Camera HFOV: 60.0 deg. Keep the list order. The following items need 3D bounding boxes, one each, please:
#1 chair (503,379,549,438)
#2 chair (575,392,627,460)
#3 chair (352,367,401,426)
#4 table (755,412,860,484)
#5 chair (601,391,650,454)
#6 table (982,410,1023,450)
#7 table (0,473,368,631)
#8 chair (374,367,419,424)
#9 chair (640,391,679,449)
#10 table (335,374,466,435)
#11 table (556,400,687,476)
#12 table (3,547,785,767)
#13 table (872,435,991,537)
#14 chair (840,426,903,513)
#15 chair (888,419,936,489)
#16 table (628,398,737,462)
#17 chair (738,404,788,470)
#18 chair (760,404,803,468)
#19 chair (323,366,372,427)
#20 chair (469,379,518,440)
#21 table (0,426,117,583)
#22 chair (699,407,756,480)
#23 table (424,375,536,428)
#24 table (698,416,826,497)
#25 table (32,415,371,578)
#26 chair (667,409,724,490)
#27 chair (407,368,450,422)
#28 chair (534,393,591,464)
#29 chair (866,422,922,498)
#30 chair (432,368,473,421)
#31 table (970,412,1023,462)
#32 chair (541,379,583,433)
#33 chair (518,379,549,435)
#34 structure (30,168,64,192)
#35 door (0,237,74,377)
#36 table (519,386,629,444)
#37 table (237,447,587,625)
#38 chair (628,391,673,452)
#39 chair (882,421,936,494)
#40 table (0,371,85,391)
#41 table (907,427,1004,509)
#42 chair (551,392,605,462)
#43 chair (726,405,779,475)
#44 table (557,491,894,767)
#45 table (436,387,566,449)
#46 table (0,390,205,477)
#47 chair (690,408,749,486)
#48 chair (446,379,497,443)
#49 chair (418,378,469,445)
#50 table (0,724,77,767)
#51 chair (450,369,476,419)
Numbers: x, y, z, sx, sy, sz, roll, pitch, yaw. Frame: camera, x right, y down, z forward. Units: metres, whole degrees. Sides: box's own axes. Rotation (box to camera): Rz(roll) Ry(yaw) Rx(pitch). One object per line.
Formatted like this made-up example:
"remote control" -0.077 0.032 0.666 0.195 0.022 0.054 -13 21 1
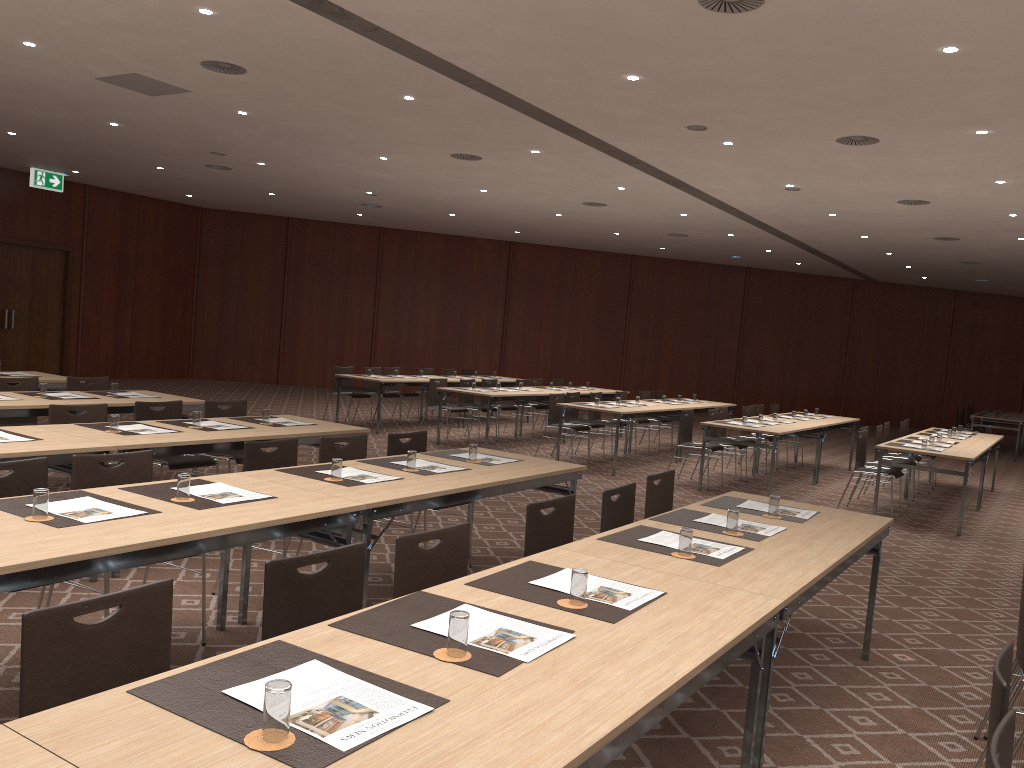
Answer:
"chair" 0.287 0.401 15.206 0.613 0.940 0.535 7 4 33
"chair" 1.370 0.604 13.283 0.613 0.940 0.535 7 4 29
"chair" -2.244 0.200 14.930 0.613 0.940 0.535 7 4 30
"table" 4.453 0.919 13.327 0.952 0.833 2.267 7 4 32
"chair" 1.855 0.595 14.158 0.613 0.940 0.535 7 4 32
"table" 11.612 1.101 20.881 0.952 0.833 2.267 7 4 32
"table" -1.737 0.944 3.591 0.952 0.833 2.267 7 4 32
"chair" -1.991 0.188 15.520 0.613 0.940 0.535 7 4 29
"chair" 2.644 0.598 15.286 0.613 0.940 0.535 7 4 35
"table" -1.803 0.310 14.606 0.952 0.833 2.267 7 4 32
"table" 1.556 0.719 12.476 0.952 0.833 2.267 7 4 32
"table" -0.058 1.149 2.527 0.952 0.833 2.267 7 4 32
"table" 4.914 1.128 10.346 0.952 0.833 2.267 7 4 32
"chair" 4.375 1.008 10.710 0.613 0.940 0.535 7 4 33
"chair" 5.956 1.008 13.084 0.613 0.940 0.535 7 4 30
"table" 2.773 0.714 14.392 0.952 0.833 2.267 7 4 32
"chair" 3.928 0.798 13.713 0.613 0.940 0.535 7 4 34
"chair" 4.311 0.808 14.124 0.613 0.940 0.535 7 4 31
"chair" -2.642 0.197 14.384 0.613 0.940 0.535 7 4 34
"chair" -0.268 0.399 14.412 0.613 0.940 0.535 7 4 34
"table" -3.416 0.739 4.656 0.952 0.833 2.267 7 4 32
"chair" 3.025 0.802 12.291 0.613 0.940 0.535 7 4 34
"table" -0.585 0.305 16.521 0.952 0.833 2.267 7 4 32
"table" 3.235 0.924 11.411 0.952 0.833 2.267 7 4 32
"table" -2.199 0.734 6.572 0.952 0.833 2.267 7 4 32
"chair" 2.328 0.805 11.196 0.613 0.940 0.535 7 4 32
"chair" -1.496 0.186 16.298 0.613 0.940 0.535 7 4 35
"chair" 0.725 0.611 12.189 0.613 0.940 0.535 7 4 31
"chair" 5.223 1.005 12.044 0.613 0.940 0.535 7 4 30
"chair" -1.101 0.191 16.807 0.613 0.940 0.535 7 4 30
"table" 10.394 1.106 18.965 0.952 0.833 2.267 7 4 32
"chair" 0.964 0.394 16.350 0.613 0.940 0.535 7 4 31
"chair" 0.531 0.389 15.780 0.613 0.940 0.535 7 4 34
"structure" -8.752 -3.839 16.689 0.105 0.346 0.587 7 4 32
"door" -9.767 -1.460 17.195 0.200 2.701 2.422 7 4 32
"table" 1.094 0.509 15.456 0.952 0.833 2.267 7 4 32
"table" -0.519 0.939 5.507 0.952 0.833 2.267 7 4 32
"chair" 2.312 0.604 14.685 0.613 0.940 0.535 7 4 33
"chair" 5.656 1.014 12.533 0.613 0.940 0.535 7 4 31
"table" -5.557 0.325 8.701 0.952 0.833 2.267 7 4 32
"table" 6.132 1.124 12.262 0.952 0.833 2.267 7 4 32
"chair" 0.990 0.599 12.797 0.613 0.940 0.535 7 4 30
"chair" 3.592 0.806 13.071 0.613 0.940 0.535 7 4 34
"table" 1.160 1.144 4.442 0.952 0.833 2.267 7 4 32
"table" -0.124 0.514 13.541 0.952 0.833 2.267 7 4 32
"table" -3.878 0.529 7.637 0.952 0.833 2.267 7 4 32
"chair" 2.780 0.814 11.715 0.613 0.940 0.535 7 4 29
"chair" -0.589 0.404 13.827 0.613 0.940 0.535 7 4 29
"chair" -1.012 0.395 13.355 0.613 0.940 0.535 7 4 33
"table" -1.276 1.153 0.611 0.952 0.833 2.267 7 4 32
"chair" -0.781 0.183 17.423 0.613 0.940 0.535 7 4 31
